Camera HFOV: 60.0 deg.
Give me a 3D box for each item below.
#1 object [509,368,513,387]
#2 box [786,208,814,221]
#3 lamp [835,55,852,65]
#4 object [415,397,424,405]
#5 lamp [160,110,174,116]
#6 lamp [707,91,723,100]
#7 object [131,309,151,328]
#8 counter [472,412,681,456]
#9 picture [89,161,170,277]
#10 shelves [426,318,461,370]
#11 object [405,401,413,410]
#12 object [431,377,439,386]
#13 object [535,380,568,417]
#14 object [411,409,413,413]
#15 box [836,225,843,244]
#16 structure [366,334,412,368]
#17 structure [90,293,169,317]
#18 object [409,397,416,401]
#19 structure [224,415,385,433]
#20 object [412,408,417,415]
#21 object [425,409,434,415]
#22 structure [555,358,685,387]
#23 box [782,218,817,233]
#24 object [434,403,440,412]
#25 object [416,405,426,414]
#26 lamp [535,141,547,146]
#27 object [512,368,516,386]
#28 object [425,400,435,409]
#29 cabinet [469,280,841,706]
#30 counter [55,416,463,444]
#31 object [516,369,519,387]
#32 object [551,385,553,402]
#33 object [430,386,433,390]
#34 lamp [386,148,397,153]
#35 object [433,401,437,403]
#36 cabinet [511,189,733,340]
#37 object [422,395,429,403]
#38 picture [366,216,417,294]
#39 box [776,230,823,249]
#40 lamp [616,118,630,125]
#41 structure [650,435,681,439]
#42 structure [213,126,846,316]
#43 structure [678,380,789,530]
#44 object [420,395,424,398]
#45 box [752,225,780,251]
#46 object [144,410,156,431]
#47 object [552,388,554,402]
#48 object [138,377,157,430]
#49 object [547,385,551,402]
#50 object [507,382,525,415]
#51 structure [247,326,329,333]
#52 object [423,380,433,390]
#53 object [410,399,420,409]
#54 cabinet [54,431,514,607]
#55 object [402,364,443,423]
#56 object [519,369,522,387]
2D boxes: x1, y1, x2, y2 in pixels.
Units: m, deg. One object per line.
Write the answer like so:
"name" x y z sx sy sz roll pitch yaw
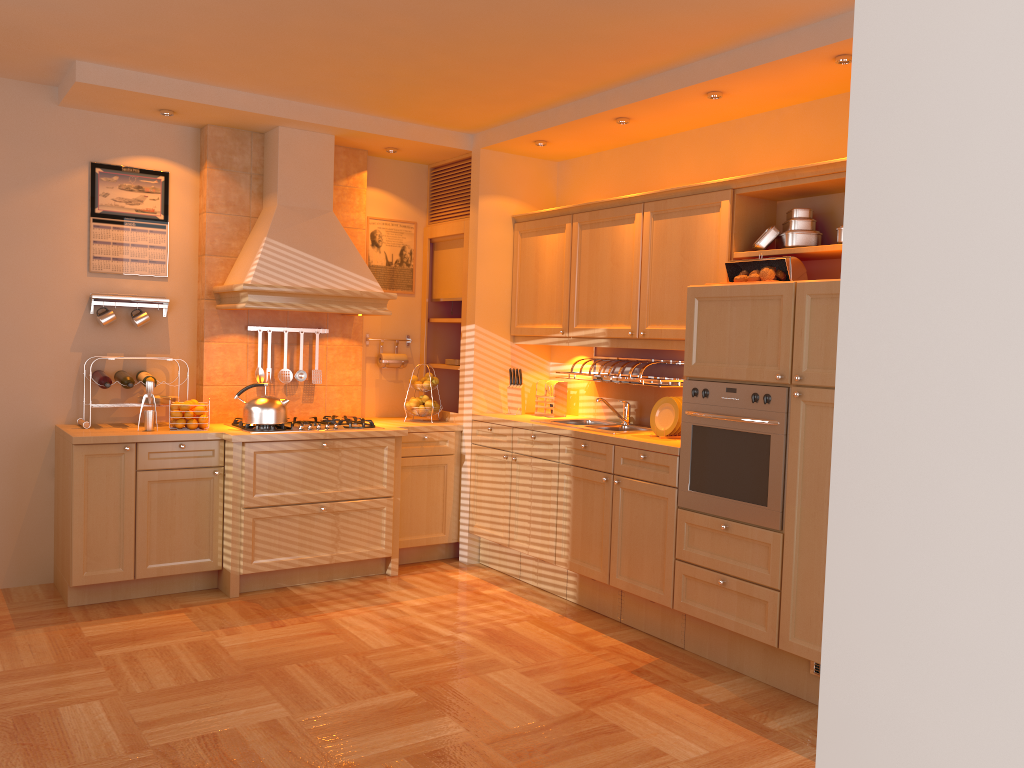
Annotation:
"object" -0.010 0.032 5.614 0.019 0.265 0.037 3 3 20
"box" 1.325 -0.775 4.087 0.098 0.052 0.140 2 3 2
"lamp" 1.332 -1.299 3.555 0.070 0.021 0.070 3 3 16
"object" -0.600 0.116 5.717 0.063 0.061 0.063 3 3 29
"lamp" -1.872 -1.468 4.809 0.070 0.021 0.070 4 4 39
"lamp" 0.943 -1.339 4.121 0.070 0.021 0.070 3 3 16
"object" -2.102 -0.371 5.020 0.103 0.111 0.066 0 4 -41
"counter" 0.505 0.257 4.982 0.600 0.038 1.800 0 3 -34
"picture" -2.157 -0.921 5.008 0.417 0.605 0.009 0 3 -34
"shelves" -0.213 -0.084 6.044 0.582 0.702 0.600 0 3 -34
"object" -0.663 0.139 5.716 0.063 0.063 0.063 1 3 -23
"object" -0.502 -0.017 5.753 0.058 0.060 0.057 1 3 -13
"object" 0.245 0.091 5.574 0.103 0.221 0.200 0 3 -34
"object" -0.634 0.175 5.785 0.046 0.043 0.047 3 3 16
"box" 1.521 -0.630 3.790 0.242 0.090 0.169 4 3 37
"structure" -0.802 -0.218 5.918 0.320 0.220 0.126 0 3 -34
"structure" -2.154 -0.447 5.007 0.405 0.118 0.069 0 3 -34
"object" -0.639 0.113 5.766 0.055 0.058 0.056 2 3 1
"structure" -1.212 0.227 5.186 0.797 0.051 0.494 0 3 -34
"object" -0.618 0.174 5.734 0.052 0.056 0.057 3 3 18
"object" -0.536 0.173 5.732 0.063 0.061 0.064 4 3 34
"structure" 0.640 -0.073 5.051 0.300 0.126 0.900 0 3 -34
"box" 1.323 -0.720 4.090 0.124 0.066 0.177 2 3 2
"object" -0.499 0.153 5.798 0.059 0.059 0.058 2 3 9
"object" -0.583 0.164 5.686 0.064 0.062 0.064 5 4 43
"lamp" 0.171 -1.420 5.239 0.070 0.021 0.070 3 3 16
"object" 0.009 0.033 5.604 0.019 0.265 0.038 4 4 39
"object" -0.528 0.133 5.679 0.063 0.060 0.064 1 3 -19
"cabinet" 0.830 0.382 4.485 0.625 1.700 3.000 0 3 -34
"counter" -1.359 0.265 5.179 2.250 0.038 0.770 0 3 -34
"object" 0.030 0.035 5.593 0.019 0.265 0.038 4 4 39
"object" 0.247 0.103 5.518 0.020 0.196 0.017 2 3 -9
"object" -0.540 0.010 5.781 0.058 0.059 0.058 2 3 -3
"lamp" -0.757 -1.468 5.575 0.070 0.021 0.070 4 4 39
"object" -0.511 0.133 5.840 0.045 0.047 0.046 2 3 11
"cabinet" 0.645 -0.614 5.015 0.332 0.712 1.792 0 3 -34
"object" -0.557 0.097 5.703 0.049 0.052 0.050 1 3 -27
"picture" -0.808 -0.857 5.940 0.366 0.491 0.007 0 3 -34
"box" 1.321 -0.652 4.093 0.169 0.090 0.242 2 3 2
"lamp" 0.581 -1.377 4.650 0.070 0.021 0.070 2 3 5
"structure" 0.813 0.266 4.518 0.219 0.010 0.084 0 3 -31
"structure" 0.197 -0.813 4.377 4.091 1.148 1.061 4 3 29
"structure" 0.924 0.288 3.824 0.066 0.583 0.576 0 3 -34
"object" -0.578 0.095 5.764 0.051 0.048 0.050 2 3 -1
"box" 1.188 -0.678 4.151 0.117 0.129 0.098 2 3 2
"object" -1.927 0.196 4.715 0.060 0.106 0.060 3 3 23
"object" 0.258 0.104 5.513 0.018 0.196 0.022 0 3 -30
"object" -1.936 0.105 4.703 0.088 0.288 0.101 0 3 -34
"object" 0.233 0.099 5.525 0.042 0.192 0.040 3 3 16
"object" 0.028 0.092 5.611 0.100 0.200 0.070 3 3 29
"structure" -1.354 -0.329 5.386 0.506 0.024 0.009 0 3 -34
"object" -0.543 0.006 5.718 0.064 0.063 0.063 1 3 -18
"object" -0.621 0.125 5.665 0.056 0.063 0.065 4 3 31
"cabinet" -1.022 0.714 5.217 2.850 0.840 1.141 0 3 -34
"object" -0.577 0.056 5.761 0.265 0.376 0.265 3 3 15
"object" 0.050 0.036 5.581 0.019 0.265 0.037 4 4 39
